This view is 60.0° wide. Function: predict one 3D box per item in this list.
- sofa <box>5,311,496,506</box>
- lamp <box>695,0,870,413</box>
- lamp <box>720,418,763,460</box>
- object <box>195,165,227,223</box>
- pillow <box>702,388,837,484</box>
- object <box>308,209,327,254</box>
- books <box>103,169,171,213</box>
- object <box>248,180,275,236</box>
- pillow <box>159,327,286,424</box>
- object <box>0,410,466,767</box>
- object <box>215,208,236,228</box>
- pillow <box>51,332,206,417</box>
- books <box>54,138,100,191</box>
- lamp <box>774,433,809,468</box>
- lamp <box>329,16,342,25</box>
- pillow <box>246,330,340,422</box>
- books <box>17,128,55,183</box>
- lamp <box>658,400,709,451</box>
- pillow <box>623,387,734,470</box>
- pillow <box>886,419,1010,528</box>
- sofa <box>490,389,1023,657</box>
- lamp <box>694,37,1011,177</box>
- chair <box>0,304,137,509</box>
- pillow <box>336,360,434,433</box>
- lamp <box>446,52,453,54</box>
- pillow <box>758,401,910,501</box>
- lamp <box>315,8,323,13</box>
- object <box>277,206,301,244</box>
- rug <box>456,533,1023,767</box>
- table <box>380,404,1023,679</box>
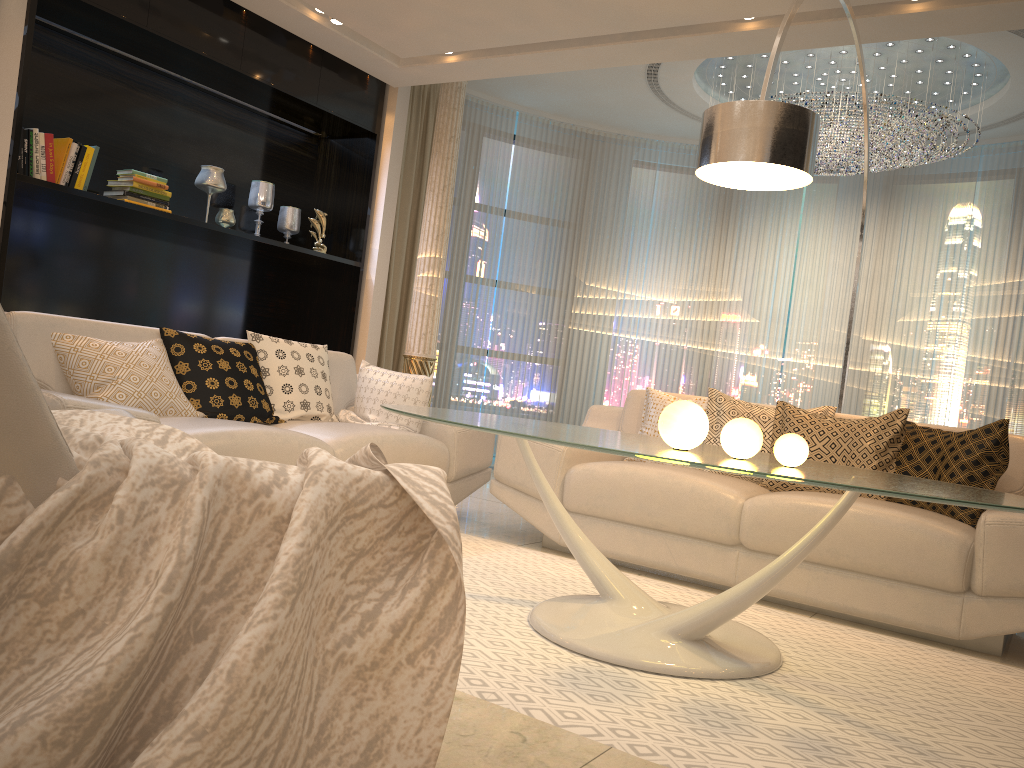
[{"bbox_3d":[-1.156,0.186,3.780,1.145,0.754,2.328,7,0,32],"label":"sofa"},{"bbox_3d":[1.226,-0.409,3.729,0.393,2.519,2.009,7,0,32],"label":"lamp"},{"bbox_3d":[0.638,0.152,2.466,0.115,0.115,0.115,7,0,-32],"label":"lamp"},{"bbox_3d":[-1.861,-1.138,5.448,0.181,0.381,0.181,7,0,27],"label":"object"},{"bbox_3d":[1.132,0.262,3.973,0.587,0.429,0.288,7,0,7],"label":"pillow"},{"bbox_3d":[-1.318,-1.031,6.035,0.116,0.293,0.182,7,0,29],"label":"object"},{"bbox_3d":[-2.095,-1.074,4.989,0.260,0.197,0.296,7,0,35],"label":"books"},{"bbox_3d":[-1.684,-1.129,5.916,0.156,0.426,0.156,7,0,38],"label":"object"},{"bbox_3d":[-1.202,-0.027,3.752,0.323,0.355,0.524,7,0,33],"label":"pillow"},{"bbox_3d":[-0.614,0.347,1.484,0.972,0.580,1.347,7,0,-20],"label":"object"},{"bbox_3d":[-1.796,-1.016,5.553,0.119,0.154,0.119,7,1,42],"label":"object"},{"bbox_3d":[-1.442,-0.019,3.360,0.351,0.329,0.521,7,0,32],"label":"pillow"},{"bbox_3d":[-2.307,-1.127,4.602,0.212,0.261,0.210,7,0,32],"label":"books"},{"bbox_3d":[0.753,0.179,2.393,0.090,0.091,0.090,7,0,-7],"label":"lamp"},{"bbox_3d":[-1.009,-2.158,5.152,0.107,0.127,0.107,7,0,14],"label":"lamp"},{"bbox_3d":[-0.994,-0.019,4.161,0.255,0.399,0.526,7,0,32],"label":"pillow"},{"bbox_3d":[-2.426,-1.145,4.404,0.208,0.270,0.240,7,0,32],"label":"books"},{"bbox_3d":[0.495,0.119,2.559,0.143,0.143,0.143,7,0,17],"label":"lamp"},{"bbox_3d":[0.782,0.219,4.162,0.463,0.380,0.222,7,0,37],"label":"pillow"},{"bbox_3d":[1.684,0.329,3.504,0.301,0.436,0.575,7,0,-27],"label":"pillow"},{"bbox_3d":[1.175,0.475,3.830,2.328,0.754,1.145,7,0,32],"label":"sofa"},{"bbox_3d":[2.325,-1.849,6.329,2.109,0.685,2.109,7,0,-13],"label":"lamp"},{"bbox_3d":[-0.791,0.126,1.548,1.027,0.991,0.983,7,0,32],"label":"chair"},{"bbox_3d":[-0.629,0.054,4.270,0.521,0.325,0.281,7,1,42],"label":"pillow"},{"bbox_3d":[-0.393,-2.096,5.442,0.107,0.127,0.107,7,0,14],"label":"lamp"},{"bbox_3d":[1.360,0.287,3.740,0.575,0.436,0.301,7,0,38],"label":"pillow"},{"bbox_3d":[-1.072,-2.178,5.039,0.107,0.127,0.107,7,0,14],"label":"lamp"},{"bbox_3d":[-1.548,-1.058,6.131,0.147,0.317,0.147,7,0,34],"label":"object"},{"bbox_3d":[0.422,0.764,2.653,2.900,0.020,1.661,7,0,32],"label":"rug"},{"bbox_3d":[0.443,0.469,2.673,2.140,0.565,0.999,7,0,31],"label":"table"}]
